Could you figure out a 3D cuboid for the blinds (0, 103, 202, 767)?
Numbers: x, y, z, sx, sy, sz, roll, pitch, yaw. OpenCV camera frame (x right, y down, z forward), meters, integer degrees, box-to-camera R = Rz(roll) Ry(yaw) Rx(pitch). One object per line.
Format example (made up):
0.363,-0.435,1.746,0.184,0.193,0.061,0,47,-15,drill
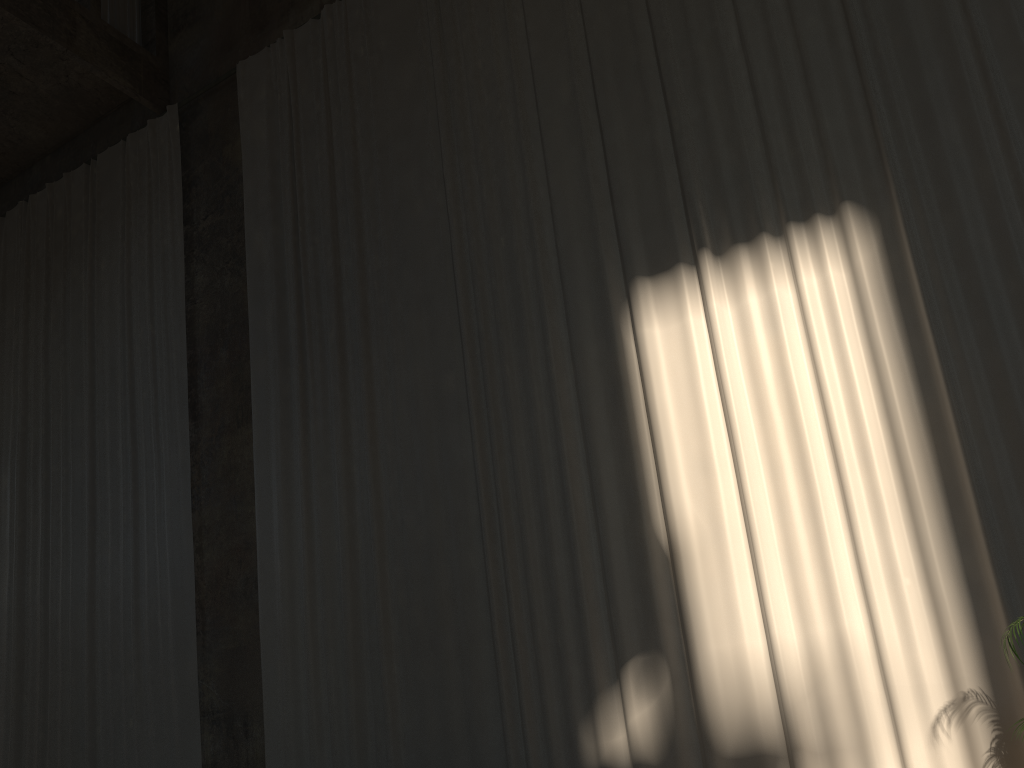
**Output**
-6.740,1.798,11.080,7.948,8.354,0.280,-17,-17,29,blinds

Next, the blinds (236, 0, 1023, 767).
0.670,-0.653,7.048,7.948,8.354,0.280,-17,-17,29,blinds

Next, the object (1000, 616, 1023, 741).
3.117,1.780,4.270,1.139,1.406,1.122,-13,-18,18,object
